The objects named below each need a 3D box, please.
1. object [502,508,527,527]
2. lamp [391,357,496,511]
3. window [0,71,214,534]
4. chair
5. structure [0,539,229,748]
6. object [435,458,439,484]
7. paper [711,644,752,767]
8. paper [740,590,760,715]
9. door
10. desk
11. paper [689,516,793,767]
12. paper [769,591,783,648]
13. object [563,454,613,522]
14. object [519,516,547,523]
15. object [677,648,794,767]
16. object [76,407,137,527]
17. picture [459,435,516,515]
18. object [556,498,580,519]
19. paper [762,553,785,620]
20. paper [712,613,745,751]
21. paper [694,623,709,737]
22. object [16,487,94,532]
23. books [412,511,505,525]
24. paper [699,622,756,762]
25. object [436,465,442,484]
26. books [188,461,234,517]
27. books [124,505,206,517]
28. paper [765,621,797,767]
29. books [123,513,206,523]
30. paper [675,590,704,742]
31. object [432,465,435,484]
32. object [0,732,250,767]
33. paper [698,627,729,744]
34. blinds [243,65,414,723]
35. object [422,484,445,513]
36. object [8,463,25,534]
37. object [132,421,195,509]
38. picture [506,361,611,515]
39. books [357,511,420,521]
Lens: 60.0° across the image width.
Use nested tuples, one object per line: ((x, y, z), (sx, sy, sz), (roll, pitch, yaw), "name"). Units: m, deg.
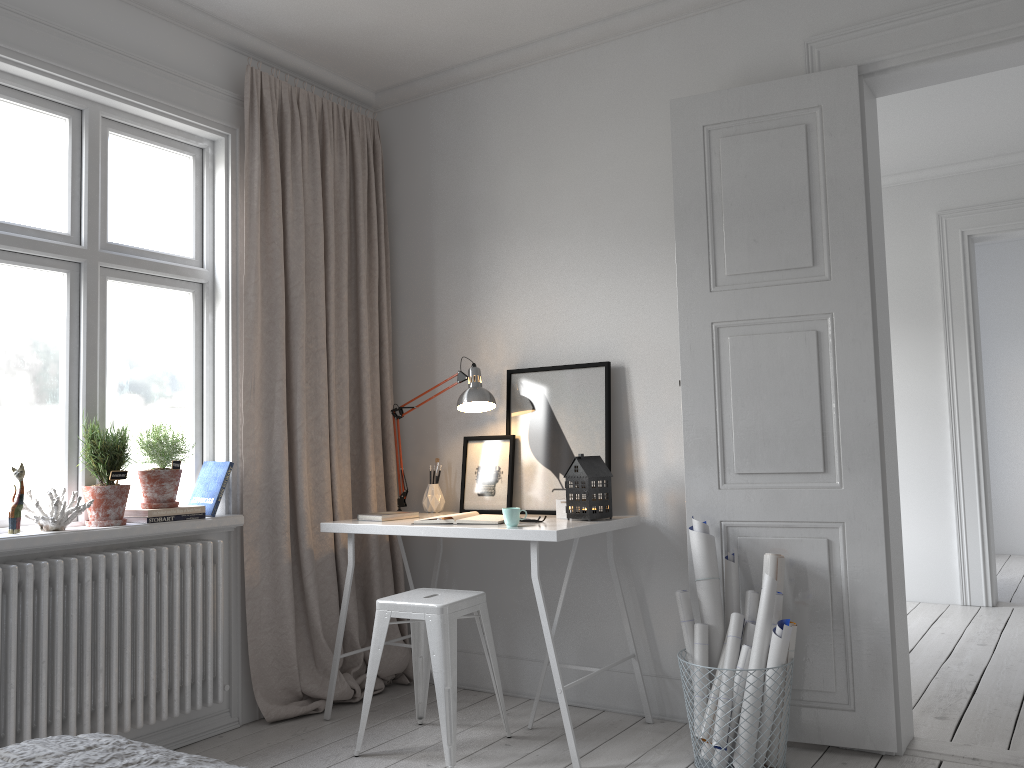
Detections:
((0.006, 0.471, 3.127), (0.082, 0.065, 0.064), (-4, -5, 32), "object")
((-0.321, 0.259, 3.795), (0.568, 0.745, 0.164), (-4, -5, 29), "lamp")
((-1.528, -0.256, 3.179), (0.079, 1.537, 1.047), (-4, -5, 33), "window")
((-0.282, 1.026, 3.182), (0.407, 0.527, 0.409), (-4, -5, 28), "chair")
((-1.389, 0.871, 3.014), (0.215, 0.600, 0.935), (-4, -5, 33), "structure")
((-0.340, 0.452, 3.980), (0.023, 0.239, 0.028), (-4, -5, 30), "object")
((0.749, 1.046, 2.886), (0.233, 0.389, 0.078), (1, -5, -26), "paper")
((0.794, 0.979, 2.992), (0.047, 0.542, 0.200), (-5, -5, 37), "paper")
((0.930, 0.068, 3.146), (0.678, 2.327, 0.034), (-3, -5, 24), "door")
((-0.117, 0.920, 3.467), (1.162, 0.776, 0.641), (-4, -5, 33), "desk")
((0.751, 0.849, 2.955), (0.181, 0.794, 0.431), (0, -4, -14), "paper")
((0.833, 0.961, 2.920), (0.153, 0.553, 0.060), (-1, -4, -11), "paper")
((0.289, 0.387, 3.344), (0.135, 0.248, 0.135), (2, -6, -41), "object")
((0.048, 0.491, 3.284), (0.133, 0.047, 0.114), (-3, -4, 21), "object")
((0.740, 1.071, 2.914), (0.374, 0.351, 0.374), (-5, -5, 35), "object")
((-1.408, 0.287, 3.085), (0.183, 0.411, 0.199), (-1, -4, -6), "object")
((-0.106, 0.388, 3.792), (0.261, 0.333, 0.062), (-4, -5, 33), "picture")
((0.217, 0.483, 3.437), (0.065, 0.073, 0.078), (-4, -5, 29), "object")
((0.865, 0.912, 2.990), (0.181, 0.669, 0.073), (2, -5, -35), "paper")
((0.711, 0.967, 2.901), (0.049, 0.403, 0.244), (-5, -5, 36), "paper")
((0.633, 0.988, 2.966), (0.047, 0.361, 0.129), (-3, -5, 22), "paper")
((-1.496, 0.414, 2.922), (0.186, 0.149, 0.212), (-5, -6, 42), "object")
((-0.175, 0.512, 3.392), (0.358, 0.029, 0.290), (-3, -4, 19), "books")
((0.725, 1.017, 2.940), (0.253, 0.432, 0.054), (0, -5, -21), "paper")
((-0.337, 0.467, 3.965), (0.054, 0.207, 0.008), (-3, -5, 16), "object")
((-1.172, 0.405, 3.437), (0.175, 0.211, 0.101), (-5, -5, 37), "books")
((-1.281, 0.468, 3.261), (0.157, 0.025, 0.246), (-5, -5, 36), "books")
((0.873, 1.005, 2.877), (0.123, 0.464, 0.057), (-2, -4, 5), "paper")
((-1.282, 0.492, 3.267), (0.156, 0.022, 0.245), (-5, -5, 37), "books")
((0.631, 0.981, 3.015), (0.046, 0.547, 0.166), (1, -5, -33), "paper")
((-0.355, 0.470, 3.981), (0.008, 0.207, 0.054), (-3, -5, 20), "object")
((-0.219, 0.574, 1.062), (1.460, 0.104, 0.405), (-4, -5, 33), "object")
((0.694, 0.989, 2.944), (0.239, 0.358, 0.047), (2, -6, -42), "paper")
((-0.771, 0.006, 3.810), (0.225, 2.681, 0.831), (-4, -5, 33), "blinds")
((-0.351, 0.510, 3.963), (0.101, 0.126, 0.101), (-4, -5, 33), "object")
((-1.574, 0.363, 2.821), (0.045, 0.224, 0.052), (0, -5, -16), "object")
((-1.282, 0.297, 3.273), (0.220, 0.318, 0.210), (0, -5, -19), "object")
((0.184, 0.230, 3.659), (0.493, 0.614, 0.062), (-4, -5, 33), "picture")
((-0.506, 0.541, 3.637), (0.149, 0.024, 0.207), (-5, -5, 40), "books")
